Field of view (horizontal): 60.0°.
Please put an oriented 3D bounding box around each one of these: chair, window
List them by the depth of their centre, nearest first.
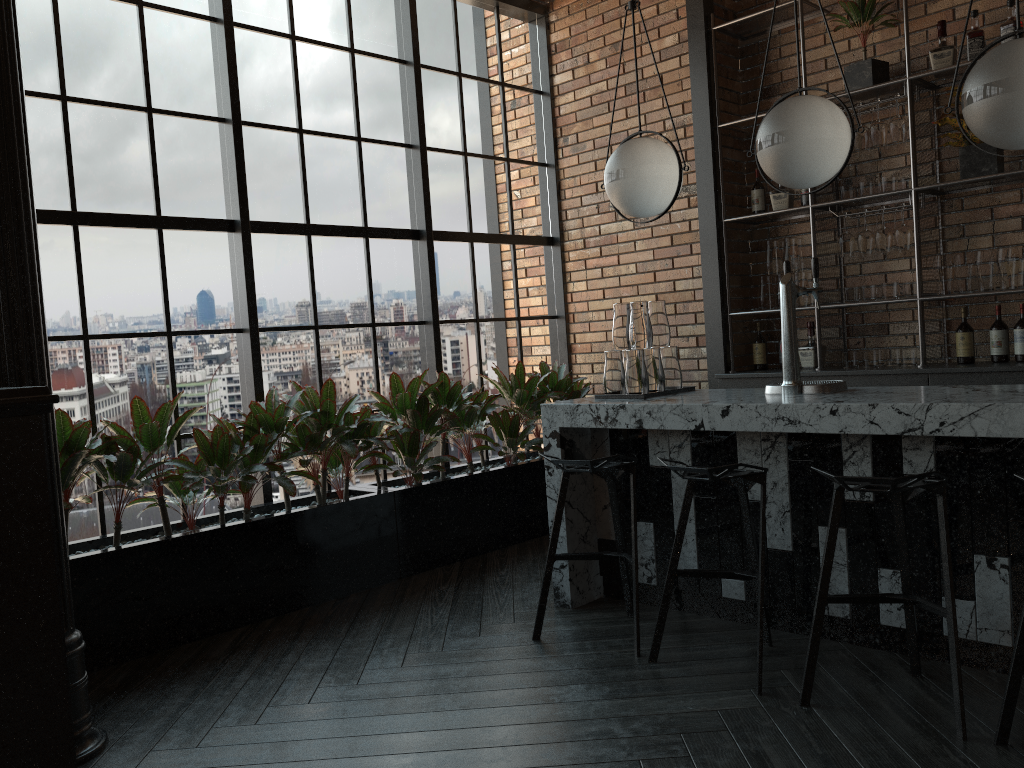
[{"bbox_3d":[-5.353,-0.354,0.585,0.168,3.253,16.179,-1,4,45],"label":"window"},{"bbox_3d":[1.579,0.593,2.311,0.414,0.737,0.475,-6,3,-35],"label":"chair"},{"bbox_3d":[1.166,0.602,2.719,0.475,0.737,0.414,-2,3,40],"label":"chair"},{"bbox_3d":[0.765,0.612,3.115,0.414,0.737,0.475,-6,4,-40],"label":"chair"},{"bbox_3d":[0.359,0.621,3.516,0.475,0.737,0.414,-2,3,35],"label":"chair"}]

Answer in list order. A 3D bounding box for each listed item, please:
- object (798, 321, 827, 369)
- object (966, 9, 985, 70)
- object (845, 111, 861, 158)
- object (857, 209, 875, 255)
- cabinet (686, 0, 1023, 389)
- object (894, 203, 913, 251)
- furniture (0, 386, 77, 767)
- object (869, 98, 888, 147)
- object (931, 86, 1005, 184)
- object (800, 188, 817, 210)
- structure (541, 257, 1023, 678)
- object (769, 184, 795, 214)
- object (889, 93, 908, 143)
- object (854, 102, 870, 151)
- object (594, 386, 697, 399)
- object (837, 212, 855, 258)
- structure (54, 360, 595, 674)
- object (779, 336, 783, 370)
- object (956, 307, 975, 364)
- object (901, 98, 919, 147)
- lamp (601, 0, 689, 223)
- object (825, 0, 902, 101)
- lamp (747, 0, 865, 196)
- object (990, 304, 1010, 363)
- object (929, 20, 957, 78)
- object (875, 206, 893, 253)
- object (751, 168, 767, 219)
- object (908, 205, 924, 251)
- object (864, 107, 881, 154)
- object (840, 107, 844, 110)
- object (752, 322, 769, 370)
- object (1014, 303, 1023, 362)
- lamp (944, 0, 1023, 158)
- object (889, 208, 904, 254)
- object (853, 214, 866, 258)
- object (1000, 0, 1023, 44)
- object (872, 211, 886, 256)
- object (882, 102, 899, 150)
[{"bbox_3d":[1.769,-0.229,5.230,0.123,0.279,0.123,-6,3,-32],"label":"object"},{"bbox_3d":[2.352,-1.751,4.499,0.083,0.282,0.083,-2,3,30],"label":"object"},{"bbox_3d":[1.941,-1.418,5.046,0.092,0.244,0.092,-6,3,-40],"label":"object"},{"bbox_3d":[1.944,-0.835,4.878,0.092,0.244,0.092,-6,3,-40],"label":"object"},{"bbox_3d":[2.463,-1.031,4.417,7.075,3.779,0.564,-1,4,45],"label":"cabinet"},{"bbox_3d":[2.088,-0.839,4.736,0.092,0.244,0.092,-6,3,-40],"label":"object"},{"bbox_3d":[-3.532,0.789,0.662,1.979,1.212,5.451,-1,4,45],"label":"furniture"},{"bbox_3d":[1.975,-1.408,4.782,0.092,0.244,0.092,-6,3,-40],"label":"object"},{"bbox_3d":[2.380,-1.298,4.485,0.425,0.526,0.430,-6,3,-33],"label":"object"},{"bbox_3d":[1.729,-1.173,5.184,0.086,0.299,0.086,-4,3,4],"label":"object"},{"bbox_3d":[2.714,0.148,2.702,5.346,1.430,1.930,-1,4,45],"label":"structure"},{"bbox_3d":[1.608,-1.158,5.281,0.123,0.279,0.123,-2,3,34],"label":"object"},{"bbox_3d":[2.048,-1.410,4.709,0.092,0.244,0.092,-6,3,-40],"label":"object"},{"bbox_3d":[1.904,-1.406,4.851,0.092,0.244,0.092,-6,3,-40],"label":"object"},{"bbox_3d":[0.605,0.039,4.024,0.273,0.019,0.437,-1,4,45],"label":"object"},{"bbox_3d":[1.866,-0.833,4.955,0.092,0.244,0.092,-6,3,-40],"label":"object"},{"bbox_3d":[-0.744,0.477,4.670,0.757,1.072,4.107,-1,4,44],"label":"structure"},{"bbox_3d":[1.649,-0.236,5.332,0.086,0.297,0.086,-5,3,-11],"label":"object"},{"bbox_3d":[2.378,-0.254,4.655,0.086,0.299,0.086,-4,3,4],"label":"object"},{"bbox_3d":[2.164,-1.423,4.826,0.092,0.244,0.092,-6,3,-40],"label":"object"},{"bbox_3d":[0.519,-1.572,3.800,0.340,1.754,0.340,-4,3,1],"label":"lamp"},{"bbox_3d":[1.956,-1.878,4.911,0.377,0.554,0.422,-2,3,32],"label":"object"},{"bbox_3d":[1.041,-1.584,3.285,0.340,1.754,0.340,-4,3,1],"label":"lamp"},{"bbox_3d":[2.507,-0.260,4.562,0.086,0.298,0.086,-4,3,4],"label":"object"},{"bbox_3d":[2.241,-1.746,4.611,0.123,0.279,0.123,-2,3,33],"label":"object"},{"bbox_3d":[2.014,-0.837,4.809,0.092,0.244,0.092,-6,3,-40],"label":"object"},{"bbox_3d":[1.512,-1.169,5.438,0.086,0.298,0.086,-4,3,4],"label":"object"},{"bbox_3d":[2.204,-0.852,4.853,0.092,0.244,0.092,-6,3,-40],"label":"object"},{"bbox_3d":[2.020,-1.420,4.968,0.092,0.244,0.092,-6,3,-40],"label":"object"},{"bbox_3d":[1.826,-1.404,4.929,0.092,0.244,0.092,-6,3,-40],"label":"object"},{"bbox_3d":[1.535,-0.235,5.488,0.086,0.299,0.086,-4,3,4],"label":"object"},{"bbox_3d":[2.575,-0.260,4.462,0.086,0.298,0.086,-4,3,4],"label":"object"},{"bbox_3d":[1.562,-1.596,2.770,0.340,1.754,0.340,-4,3,1],"label":"lamp"},{"bbox_3d":[2.130,-0.850,4.926,0.092,0.244,0.092,-6,3,-40],"label":"object"},{"bbox_3d":[1.981,-0.847,5.073,0.092,0.244,0.092,-6,3,-40],"label":"object"},{"bbox_3d":[2.470,-1.753,4.382,0.083,0.282,0.083,-6,3,-30],"label":"object"},{"bbox_3d":[2.059,-0.849,4.995,0.092,0.244,0.092,-6,3,-40],"label":"object"},{"bbox_3d":[2.090,-1.421,4.899,0.092,0.244,0.092,-6,3,-40],"label":"object"}]
